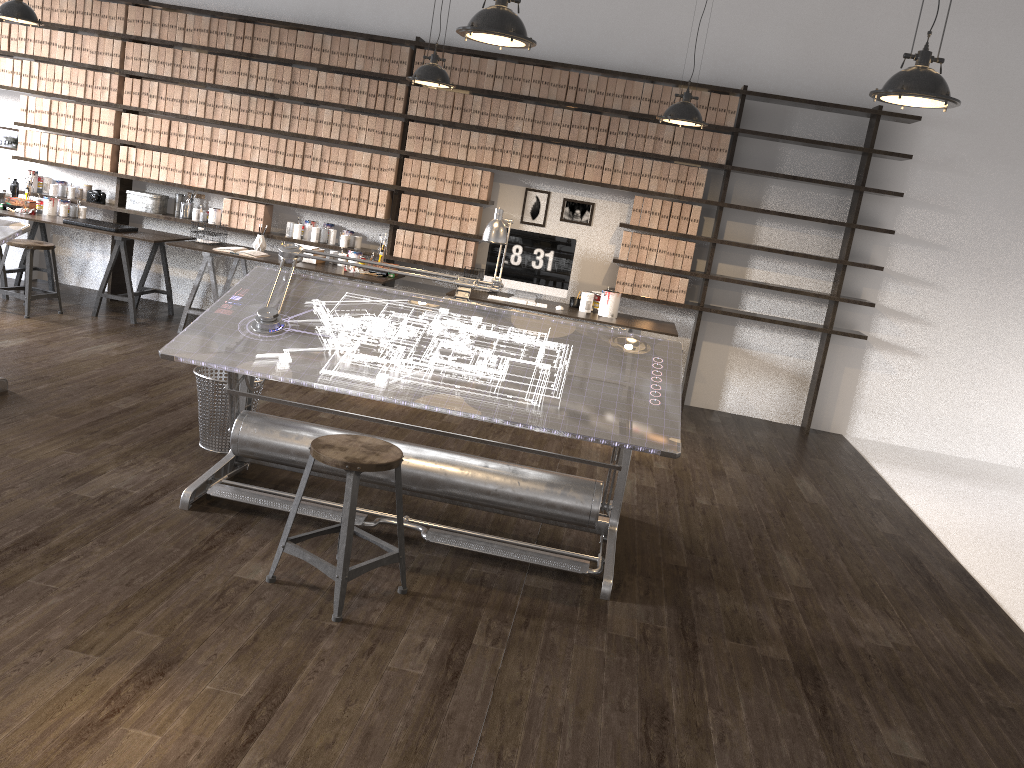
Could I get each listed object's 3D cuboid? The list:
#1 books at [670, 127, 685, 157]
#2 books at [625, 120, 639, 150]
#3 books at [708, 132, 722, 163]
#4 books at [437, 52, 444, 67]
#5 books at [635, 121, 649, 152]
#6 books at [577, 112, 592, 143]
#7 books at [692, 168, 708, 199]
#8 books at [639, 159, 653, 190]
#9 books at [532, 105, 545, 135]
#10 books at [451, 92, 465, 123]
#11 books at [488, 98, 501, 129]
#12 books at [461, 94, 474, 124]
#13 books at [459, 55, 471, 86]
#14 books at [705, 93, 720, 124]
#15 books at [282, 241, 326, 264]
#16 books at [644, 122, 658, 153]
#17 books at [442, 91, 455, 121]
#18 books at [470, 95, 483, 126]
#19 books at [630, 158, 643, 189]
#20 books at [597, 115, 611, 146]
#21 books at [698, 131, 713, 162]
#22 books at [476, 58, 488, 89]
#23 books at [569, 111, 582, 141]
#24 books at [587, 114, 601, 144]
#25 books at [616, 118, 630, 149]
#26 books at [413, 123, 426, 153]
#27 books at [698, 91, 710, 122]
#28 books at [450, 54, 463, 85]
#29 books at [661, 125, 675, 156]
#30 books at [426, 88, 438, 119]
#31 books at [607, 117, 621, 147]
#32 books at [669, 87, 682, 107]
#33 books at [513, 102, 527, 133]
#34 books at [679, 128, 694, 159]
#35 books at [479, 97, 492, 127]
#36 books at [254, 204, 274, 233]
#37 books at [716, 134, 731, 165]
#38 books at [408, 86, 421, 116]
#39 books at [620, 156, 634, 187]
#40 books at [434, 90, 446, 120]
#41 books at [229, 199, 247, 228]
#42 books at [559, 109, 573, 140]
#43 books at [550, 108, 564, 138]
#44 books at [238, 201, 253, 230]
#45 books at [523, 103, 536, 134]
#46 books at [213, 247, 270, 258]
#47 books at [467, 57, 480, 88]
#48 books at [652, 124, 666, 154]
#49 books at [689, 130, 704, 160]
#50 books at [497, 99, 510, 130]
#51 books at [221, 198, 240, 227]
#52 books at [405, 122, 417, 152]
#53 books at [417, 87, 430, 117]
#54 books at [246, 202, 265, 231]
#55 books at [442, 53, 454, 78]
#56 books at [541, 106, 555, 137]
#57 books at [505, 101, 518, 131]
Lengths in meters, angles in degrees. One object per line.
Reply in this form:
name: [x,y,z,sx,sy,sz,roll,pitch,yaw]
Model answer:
books: [1.241,-1.811,6.661,0.067,0.224,0.176,10,11,6]
books: [0.909,-1.875,6.702,0.067,0.224,0.176,10,11,6]
books: [1.512,-1.761,6.635,0.067,0.223,0.176,10,11,6]
books: [-0.554,-2.429,6.821,0.067,0.224,0.176,10,11,6]
books: [0.979,-1.862,6.694,0.067,0.224,0.176,10,11,6]
books: [0.550,-1.943,6.739,0.067,0.223,0.176,10,11,6]
books: [1.416,-1.511,6.683,0.067,0.224,0.176,10,11,6]
books: [1.014,-1.587,6.726,0.067,0.224,0.176,10,11,6]
books: [0.210,-2.008,6.777,0.067,0.224,0.176,10,11,6]
books: [-0.404,-2.123,6.840,0.067,0.224,0.176,10,11,6]
books: [-0.122,-2.071,6.814,0.067,0.224,0.176,10,11,6]
books: [-0.330,-2.110,6.838,0.067,0.224,0.176,10,11,6]
books: [-0.346,-2.389,6.798,0.067,0.224,0.176,10,11,6]
books: [1.489,-2.041,6.597,0.067,0.224,0.176,10,11,6]
books: [-1.631,-1.024,6.847,0.295,0.146,0.388,11,12,6]
books: [1.044,-1.849,6.681,0.067,0.224,0.176,10,11,6]
books: [-0.476,-2.138,6.854,0.067,0.223,0.176,10,11,6]
books: [-0.261,-2.096,6.826,0.067,0.224,0.176,10,11,6]
books: [0.946,-1.601,6.737,0.067,0.224,0.176,10,11,6]
books: [0.696,-1.915,6.720,0.067,0.224,0.176,10,11,6]
books: [1.447,-1.772,6.638,0.067,0.224,0.176,10,11,6]
books: [-0.215,-2.364,6.782,0.067,0.223,0.176,10,11,6]
books: [0.488,-1.954,6.742,0.067,0.224,0.176,10,11,6]
books: [0.625,-1.929,6.734,0.067,0.223,0.176,10,11,6]
books: [0.839,-1.888,6.706,0.067,0.224,0.176,10,11,6]
books: [-0.704,-1.912,6.912,0.067,0.224,0.176,10,11,6]
books: [1.416,-2.055,6.604,0.067,0.223,0.176,10,11,6]
books: [-0.416,-2.402,6.805,0.067,0.224,0.176,10,11,6]
books: [1.171,-1.825,6.671,0.067,0.223,0.176,10,11,6]
books: [-0.603,-2.160,6.861,0.067,0.224,0.176,10,11,6]
books: [0.770,-1.902,6.718,0.067,0.224,0.176,10,11,6]
books: [1.212,-2.093,6.625,0.067,0.224,0.176,10,11,6]
books: [0.070,-2.034,6.791,0.067,0.223,0.176,10,11,6]
books: [1.311,-1.799,6.657,0.067,0.224,0.176,10,11,6]
books: [-0.191,-2.084,6.822,0.067,0.224,0.176,10,11,6]
books: [-2.012,-1.345,7.184,0.067,0.224,0.176,10,11,6]
books: [1.574,-1.749,6.627,0.067,0.223,0.176,10,11,6]
books: [-0.744,-2.188,6.880,0.067,0.224,0.176,10,11,6]
books: [0.878,-1.614,6.747,0.067,0.224,0.176,10,11,6]
books: [-0.540,-2.150,6.858,0.067,0.223,0.176,10,11,6]
books: [-2.220,-1.384,7.206,0.067,0.224,0.176,10,11,6]
books: [0.417,-1.967,6.750,0.067,0.224,0.176,10,11,6]
books: [0.347,-1.981,6.761,0.067,0.224,0.176,10,11,6]
books: [-2.151,-1.371,7.198,0.067,0.224,0.176,10,11,6]
books: [0.141,-2.020,6.781,0.067,0.224,0.176,10,11,6]
books: [-2.052,-1.009,6.724,0.355,0.029,0.258,11,12,6]
books: [-0.281,-2.375,6.785,0.067,0.224,0.176,10,11,6]
books: [1.110,-1.837,6.679,0.067,0.223,0.176,10,11,6]
books: [1.379,-1.787,6.652,0.067,0.224,0.176,10,11,6]
books: [-0.057,-2.057,6.802,0.067,0.224,0.176,10,11,6]
books: [-2.287,-1.396,7.207,0.067,0.224,0.176,10,11,6]
books: [-0.765,-1.925,6.923,0.067,0.223,0.176,10,11,6]
books: [-0.673,-2.174,6.868,0.067,0.224,0.176,10,11,6]
books: [-2.082,-1.357,7.187,0.067,0.224,0.176,10,11,6]
books: [-0.485,-2.414,6.809,0.067,0.224,0.176,10,11,6]
books: [0.279,-1.995,6.772,0.067,0.224,0.176,10,11,6]
books: [0.009,-2.046,6.799,0.067,0.223,0.176,10,11,6]
